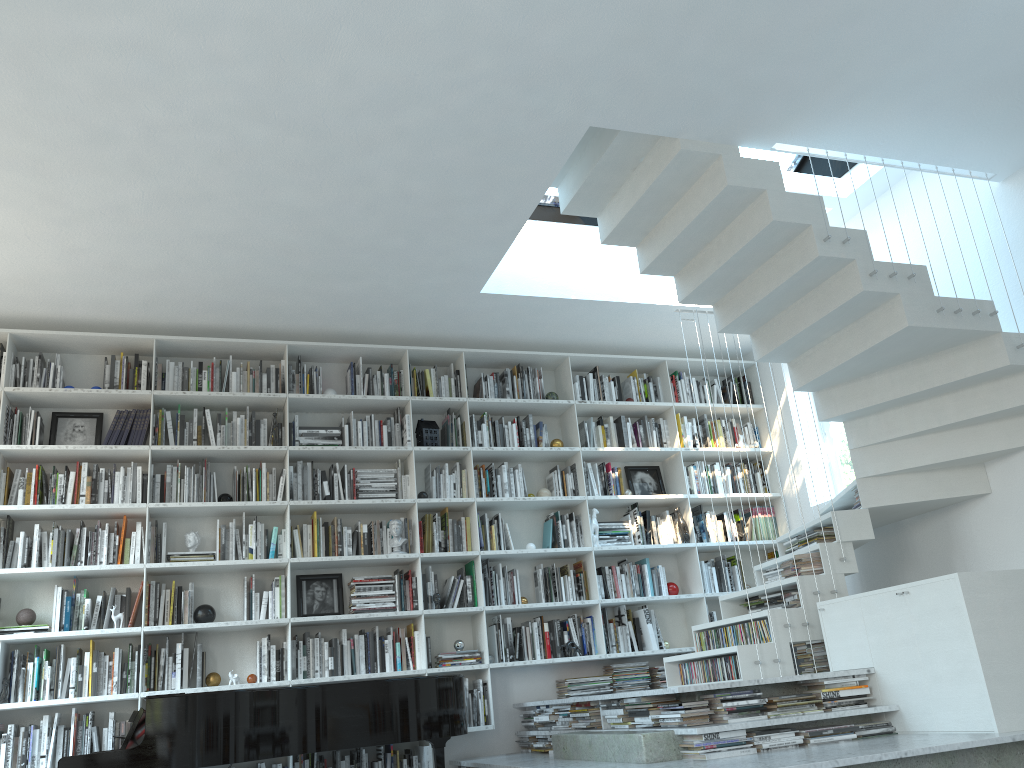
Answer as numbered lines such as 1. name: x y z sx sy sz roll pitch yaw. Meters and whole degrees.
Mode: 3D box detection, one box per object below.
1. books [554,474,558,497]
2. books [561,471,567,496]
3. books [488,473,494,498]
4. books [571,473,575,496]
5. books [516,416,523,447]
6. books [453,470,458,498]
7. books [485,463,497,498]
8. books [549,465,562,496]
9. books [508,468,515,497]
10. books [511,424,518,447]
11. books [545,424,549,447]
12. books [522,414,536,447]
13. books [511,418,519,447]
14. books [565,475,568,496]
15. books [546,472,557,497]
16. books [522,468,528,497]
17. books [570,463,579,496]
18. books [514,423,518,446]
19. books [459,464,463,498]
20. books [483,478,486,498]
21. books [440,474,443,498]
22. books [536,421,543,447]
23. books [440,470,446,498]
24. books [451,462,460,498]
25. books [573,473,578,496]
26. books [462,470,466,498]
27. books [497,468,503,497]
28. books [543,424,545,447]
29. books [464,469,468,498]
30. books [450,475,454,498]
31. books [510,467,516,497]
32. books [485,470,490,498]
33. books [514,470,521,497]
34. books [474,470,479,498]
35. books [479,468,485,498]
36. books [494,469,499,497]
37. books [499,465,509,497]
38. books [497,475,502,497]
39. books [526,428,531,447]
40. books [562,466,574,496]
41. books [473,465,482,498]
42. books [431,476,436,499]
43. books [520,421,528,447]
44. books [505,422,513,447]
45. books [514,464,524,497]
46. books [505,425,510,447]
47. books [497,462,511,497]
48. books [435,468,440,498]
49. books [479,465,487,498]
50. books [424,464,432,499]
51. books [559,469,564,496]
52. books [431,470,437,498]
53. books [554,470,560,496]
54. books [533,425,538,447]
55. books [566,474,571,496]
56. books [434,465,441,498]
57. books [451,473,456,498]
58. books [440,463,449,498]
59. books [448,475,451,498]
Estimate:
1. books: 0.304 0.785 6.571 0.005 0.204 0.154 1 -21 -20
2. books: 0.365 0.776 6.596 0.016 0.227 0.160 1 -21 -20
3. books: -0.174 0.764 6.399 0.026 0.215 0.162 1 -21 -20
4. books: 0.423 0.782 6.595 0.013 0.203 0.174 1 -21 -20
5. books: 0.038 0.398 6.625 0.012 0.284 0.160 1 -21 -20
6. books: -0.415 0.748 6.310 0.024 0.233 0.150 1 -21 -20
7. books: -0.151 0.728 6.399 0.014 0.279 0.178 1 -21 -20
8. books: 0.326 0.751 6.577 0.015 0.266 0.164 1 -21 -20
9. books: -0.025 0.751 6.445 0.025 0.244 0.184 1 -21 -20
10. books: -0.005 0.422 6.568 0.021 0.208 0.181 1 -21 -20
11. books: 0.236 0.431 6.689 0.026 0.228 0.141 1 -21 -20
12. books: 0.120 0.391 6.628 0.029 0.284 0.184 1 -21 -20
13. books: 0.014 0.403 6.600 0.012 0.263 0.157 1 -21 -20
14. books: 0.378 0.788 6.602 0.012 0.205 0.138 1 -21 -20
15. books: 0.293 0.779 6.574 0.015 0.219 0.140 1 -21 -20
16. books: 0.071 0.756 6.498 0.034 0.253 0.161 1 -21 -20
17. books: 0.452 0.748 6.616 0.005 0.277 0.183 1 -21 -20
18. books: 0.005 0.421 6.588 0.011 0.221 0.159 1 -21 -20
19. books: -0.386 0.728 6.328 0.025 0.276 0.173 1 -21 -20
20. books: -0.220 0.781 6.377 0.021 0.178 0.137 1 -21 -20
21. books: -0.516 0.759 6.275 0.023 0.206 0.171 1 -21 -20
22. books: 0.189 0.417 6.646 0.054 0.234 0.172 1 -21 -20
23. books: -0.502 0.744 6.280 0.023 0.235 0.179 1 -21 -20
24. books: -0.402 0.721 6.328 0.028 0.292 0.155 1 -21 -20
25. books: 0.445 0.783 6.607 0.012 0.205 0.170 1 -21 -20
26. books: -0.363 0.745 6.312 0.028 0.229 0.177 1 -21 -20
27. books: -0.101 0.748 6.434 0.011 0.256 0.132 1 -21 -20
28. books: 0.208 0.430 6.659 0.048 0.216 0.183 1 -21 -20
29. books: -0.350 0.747 6.333 0.026 0.237 0.173 1 -21 -20
30. books: -0.449 0.761 6.284 0.027 0.196 0.185 1 -21 -20
31. books: -0.009 0.751 6.474 0.024 0.261 0.134 1 -21 -20
32. books: -0.192 0.754 6.394 0.013 0.235 0.158 1 -21 -20
33. books: 0.018 0.760 6.464 0.021 0.231 0.183 1 -21 -20
34. books: -0.276 0.753 6.377 0.030 0.241 0.139 1 -21 -20
35. books: -0.235 0.744 6.372 0.014 0.247 0.177 1 -21 -20
36. books: -0.134 0.751 6.403 0.022 0.236 0.165 1 -21 -20
37. books: -0.074 0.737 6.420 0.030 0.262 0.182 1 -21 -20
38. books: -0.113 0.775 6.412 0.025 0.193 0.171 1 -21 -20
39. books: 0.094 0.443 6.613 0.027 0.181 0.177 1 -21 -20
40. books: 0.408 0.757 6.600 0.016 0.256 0.176 1 -21 -20
41. books: -0.255 0.735 6.387 0.014 0.277 0.154 1 -21 -20
42. books: -0.569 0.762 6.236 0.028 0.185 0.182 1 -21 -20
43. books: 0.066 0.415 6.609 0.030 0.237 0.186 1 -21 -20
44. books: -0.031 0.414 6.579 0.023 0.236 0.150 1 -21 -20
45. books: 0.041 0.738 6.468 0.024 0.271 0.170 1 -21 -20
46. books: -0.057 0.427 6.578 0.025 0.215 0.144 1 -21 -20
47. books: -0.057 0.732 6.458 0.027 0.294 0.160 1 -21 -20
48. books: -0.542 0.738 6.273 0.028 0.249 0.165 1 -21 -20
49. books: -0.213 0.738 6.415 0.014 0.283 0.136 1 -21 -20
50. books: -0.592 0.722 6.268 0.018 0.284 0.160 1 -21 -20
51. books: 0.338 0.767 6.588 0.016 0.243 0.152 1 -21 -20
52. books: -0.560 0.743 6.271 0.024 0.241 0.160 1 -21 -20
53. books: 0.312 0.772 6.577 0.012 0.231 0.154 1 -21 -20
54. books: 0.146 0.431 6.639 0.030 0.212 0.157 1 -21 -20
55. books: 0.393 0.786 6.595 0.013 0.201 0.174 1 -21 -20
56. books: -0.530 0.727 6.283 0.019 0.274 0.146 1 -21 -20
57. books: -0.430 0.755 6.294 0.029 0.210 0.158 1 -21 -20
58. books: -0.481 0.719 6.273 0.028 0.274 0.187 1 -21 -20
59. books: -0.465 0.761 6.275 0.024 0.194 0.173 1 -21 -20
